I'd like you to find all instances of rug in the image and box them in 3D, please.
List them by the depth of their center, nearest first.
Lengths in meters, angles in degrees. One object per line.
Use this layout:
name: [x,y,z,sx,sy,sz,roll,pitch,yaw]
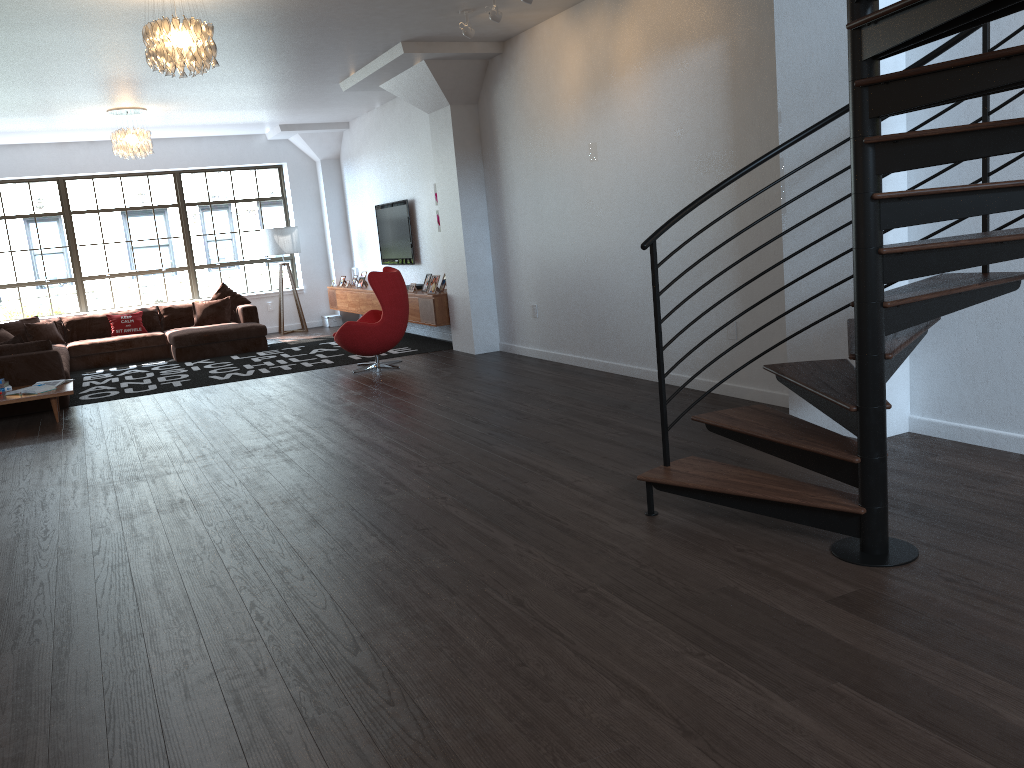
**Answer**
rug: [-3.052,-0.287,10.595,4.200,0.007,3.100,-10,11,-24]

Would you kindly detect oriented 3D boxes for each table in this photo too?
table: [-4.399,0.223,7.712,1.100,0.271,0.853,-10,11,-25]

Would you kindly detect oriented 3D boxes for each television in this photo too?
television: [-1.561,-1.986,11.730,0.013,0.816,1.324,-10,11,-25]

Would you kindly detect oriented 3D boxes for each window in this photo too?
window: [-5.615,-2.098,13.077,4.648,1.905,0.114,-10,11,-25]

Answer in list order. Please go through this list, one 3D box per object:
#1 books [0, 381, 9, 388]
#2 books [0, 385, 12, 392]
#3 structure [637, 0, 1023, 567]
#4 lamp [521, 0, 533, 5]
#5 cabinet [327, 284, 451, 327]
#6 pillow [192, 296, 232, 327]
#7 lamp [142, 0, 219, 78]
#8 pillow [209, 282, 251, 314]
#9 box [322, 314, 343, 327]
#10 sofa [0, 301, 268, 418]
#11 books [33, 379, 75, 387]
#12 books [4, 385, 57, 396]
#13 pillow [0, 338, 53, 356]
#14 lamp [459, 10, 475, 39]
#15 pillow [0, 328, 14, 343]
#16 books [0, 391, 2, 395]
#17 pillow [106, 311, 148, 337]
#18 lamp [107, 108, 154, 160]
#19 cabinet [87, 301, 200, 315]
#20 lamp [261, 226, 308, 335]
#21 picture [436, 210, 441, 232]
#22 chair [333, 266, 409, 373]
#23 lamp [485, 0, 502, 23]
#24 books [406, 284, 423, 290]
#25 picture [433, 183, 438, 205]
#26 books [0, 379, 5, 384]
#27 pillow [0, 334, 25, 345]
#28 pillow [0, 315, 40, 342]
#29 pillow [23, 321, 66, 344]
books: [-4.646,0.022,7.880,0.279,0.035,0.191,-8,11,-15]
books: [-4.636,0.057,7.885,0.312,0.037,0.216,-13,12,-35]
structure: [1.140,-1.512,2.898,1.998,4.352,1.998,-1,11,25]
lamp: [0.099,-2.723,6.106,0.111,0.211,0.120,3,13,38]
cabinet: [-1.650,-1.107,11.876,0.459,0.350,4.501,-10,11,-25]
pillow: [-4.133,-0.997,12.207,0.542,0.362,0.248,-6,10,-4]
lamp: [-2.140,-2.263,5.688,0.441,0.539,0.442,-2,11,17]
pillow: [-4.030,-1.130,12.426,0.335,0.587,0.651,4,14,43]
box: [-2.836,-0.999,13.982,0.228,0.165,0.368,-10,11,-25]
sofa: [-4.517,-0.454,10.417,3.481,0.664,4.197,-10,11,-25]
books: [-4.172,-0.013,8.031,0.256,0.035,0.350,-5,10,0]
books: [-4.159,0.052,7.660,0.342,0.040,0.231,-3,10,14]
pillow: [-4.714,-0.216,8.380,0.750,0.364,0.289,-10,11,-26]
lamp: [-0.353,-2.845,7.017,0.111,0.211,0.120,-4,10,9]
pillow: [-5.595,-0.413,9.821,0.325,0.391,0.625,-7,10,-9]
books: [-4.521,0.116,7.498,0.236,0.035,0.340,-5,10,0]
pillow: [-5.148,-0.804,11.862,0.465,0.308,0.220,-11,12,-29]
lamp: [-4.379,-2.863,10.187,0.441,0.539,0.442,-2,11,17]
cabinet: [-5.256,-0.796,12.817,1.520,0.625,0.350,-10,11,-25]
lamp: [-3.419,-1.568,13.437,0.545,1.579,0.545,-8,10,-14]
picture: [-0.809,-1.898,10.310,0.030,0.250,0.250,-10,11,-25]
chair: [-1.438,-0.674,9.072,0.801,1.006,0.798,-5,10,0]
lamp: [-0.130,-2.785,6.567,0.111,0.211,0.120,-1,11,23]
books: [-1.221,-1.215,11.132,0.250,0.053,0.400,-10,11,-25]
picture: [-0.837,-2.199,10.256,0.030,0.250,0.250,-10,11,-25]
books: [-4.643,-0.010,7.875,0.224,0.027,0.157,-9,11,-20]
pillow: [-4.869,-0.282,8.593,0.559,0.411,0.269,-2,11,20]
pillow: [-6.204,-0.640,11.309,0.334,0.418,0.580,2,13,37]
pillow: [-5.989,-0.641,11.307,0.238,0.337,0.489,1,12,33]
